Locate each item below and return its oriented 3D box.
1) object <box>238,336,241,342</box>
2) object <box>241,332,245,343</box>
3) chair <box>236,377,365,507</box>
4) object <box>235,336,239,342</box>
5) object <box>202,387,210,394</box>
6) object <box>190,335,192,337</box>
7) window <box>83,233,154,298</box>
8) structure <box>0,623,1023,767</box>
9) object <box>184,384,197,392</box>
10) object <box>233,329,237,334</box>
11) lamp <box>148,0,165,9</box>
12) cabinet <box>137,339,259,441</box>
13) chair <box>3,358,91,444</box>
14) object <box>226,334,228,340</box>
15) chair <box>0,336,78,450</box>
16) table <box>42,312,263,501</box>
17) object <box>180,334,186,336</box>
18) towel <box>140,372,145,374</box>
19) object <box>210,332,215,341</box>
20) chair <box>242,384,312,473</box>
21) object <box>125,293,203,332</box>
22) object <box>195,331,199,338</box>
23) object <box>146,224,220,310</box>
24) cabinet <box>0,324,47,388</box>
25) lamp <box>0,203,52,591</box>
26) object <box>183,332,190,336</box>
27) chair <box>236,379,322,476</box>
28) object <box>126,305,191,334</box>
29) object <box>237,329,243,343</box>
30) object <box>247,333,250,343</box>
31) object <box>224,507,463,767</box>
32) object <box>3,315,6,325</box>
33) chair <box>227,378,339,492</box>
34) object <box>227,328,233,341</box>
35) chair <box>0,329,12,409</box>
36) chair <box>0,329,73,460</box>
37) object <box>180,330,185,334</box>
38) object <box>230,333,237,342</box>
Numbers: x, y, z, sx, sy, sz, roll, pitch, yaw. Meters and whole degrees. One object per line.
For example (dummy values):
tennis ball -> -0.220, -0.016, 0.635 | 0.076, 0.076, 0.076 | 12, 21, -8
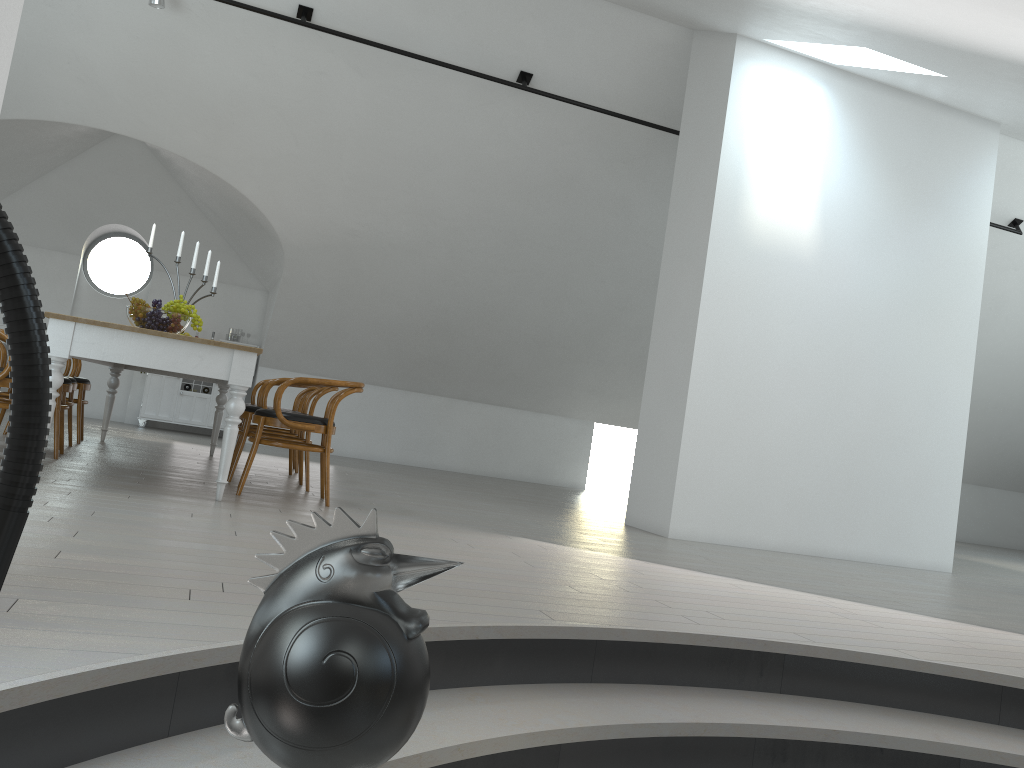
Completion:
object -> -3.352, -0.540, 10.819 | 0.071, 0.099, 0.071 | 10, -5, -11
object -> -3.272, -0.556, 10.760 | 0.046, 0.143, 0.046 | 9, -5, -8
chair -> -1.233, 0.308, 5.209 | 0.620, 0.737, 0.527 | 10, -5, -16
object -> -3.354, -0.538, 10.735 | 0.077, 0.085, 0.077 | 10, -4, -11
object -> -3.659, 0.076, 10.597 | 0.081, 0.081, 0.358 | 10, -4, -21
object -> -2.560, -0.357, 7.023 | 0.062, 0.064, 0.062 | 6, -5, 33
window -> -4.791, -1.442, 10.815 | 0.898, 0.902, 0.060 | 10, -5, -19
structure -> 1.327, 1.166, 0.805 | 4.715, 0.695, 4.692 | 7, -4, 26
object -> -3.823, 0.045, 10.548 | 0.156, 0.086, 0.331 | 10, -4, -18
object -> -3.406, -0.587, 10.857 | 0.054, 0.179, 0.054 | 11, -5, -25
lamp -> -2.630, -2.887, 6.596 | 0.114, 0.175, 0.112 | 6, -5, 34
cabinet -> -3.774, 0.016, 10.621 | 1.240, 1.157, 0.609 | 10, -5, -19
chair -> -3.550, 0.040, 6.765 | 0.620, 0.737, 0.527 | 11, -5, -22
object -> -3.434, -0.552, 10.780 | 0.093, 0.094, 0.094 | 8, -4, 14
chair -> -3.320, 0.035, 6.080 | 0.620, 0.737, 0.527 | 10, -5, -16
table -> -2.364, 0.138, 5.923 | 1.017, 0.801, 3.347 | 10, -4, -19
object -> -2.570, -0.358, 6.890 | 0.071, 0.064, 0.072 | 11, -5, -26
towel -> -4.348, -0.223, 10.483 | 0.049, 0.204, 0.150 | 10, -5, -18
object -> -3.616, -0.464, 10.663 | 0.085, 0.332, 0.085 | 6, -6, 30
chair -> -1.913, 0.324, 7.276 | 0.620, 0.737, 0.527 | 10, -5, -16
object -> -2.041, -0.403, 5.185 | 0.293, 0.285, 0.392 | 6, -5, 35
object -> -3.786, -0.493, 10.610 | 0.081, 0.330, 0.081 | 11, -5, -23
object -> -2.302, -0.686, 6.151 | 0.776, 0.877, 0.264 | 5, -6, 45
cabinet -> -5.703, -0.266, 9.753 | 1.133, 0.791, 0.496 | 10, -5, -19
lamp -> -0.413, 0.081, 0.414 | 0.322, 0.662, 0.233 | 9, -5, -3
object -> -2.561, -0.378, 6.968 | 0.058, 0.057, 0.053 | 9, -4, -4
chair -> -1.738, 0.310, 6.573 | 0.620, 0.737, 0.527 | 11, -5, -24
object -> -2.079, -0.345, 5.184 | 0.359, 0.160, 0.360 | 12, -5, -39
object -> -3.354, -0.580, 10.894 | 0.063, 0.187, 0.063 | 12, -6, -33
object -> -3.222, -0.545, 10.812 | 0.046, 0.143, 0.046 | 9, -5, -8
object -> -0.304, 0.498, 1.560 | 0.321, 0.564, 0.319 | 4, -6, 44
object -> -5.549, -0.696, 9.726 | 0.082, 0.105, 0.081 | 9, -4, -6
chair -> -1.512, 0.304, 5.881 | 0.620, 0.737, 0.527 | 10, -5, -19
object -> -3.406, -0.590, 10.711 | 0.048, 0.170, 0.048 | 8, -5, 14
chair -> -2.839, 0.029, 4.710 | 0.620, 0.737, 0.527 | 10, -5, -19
chair -> -3.023, 0.042, 5.413 | 0.620, 0.737, 0.527 | 11, -5, -22
object -> -2.602, -0.425, 6.947 | 0.072, 0.074, 0.072 | 10, -4, -19
object -> -3.354, -0.553, 10.650 | 0.082, 0.105, 0.081 | 7, -5, 19
